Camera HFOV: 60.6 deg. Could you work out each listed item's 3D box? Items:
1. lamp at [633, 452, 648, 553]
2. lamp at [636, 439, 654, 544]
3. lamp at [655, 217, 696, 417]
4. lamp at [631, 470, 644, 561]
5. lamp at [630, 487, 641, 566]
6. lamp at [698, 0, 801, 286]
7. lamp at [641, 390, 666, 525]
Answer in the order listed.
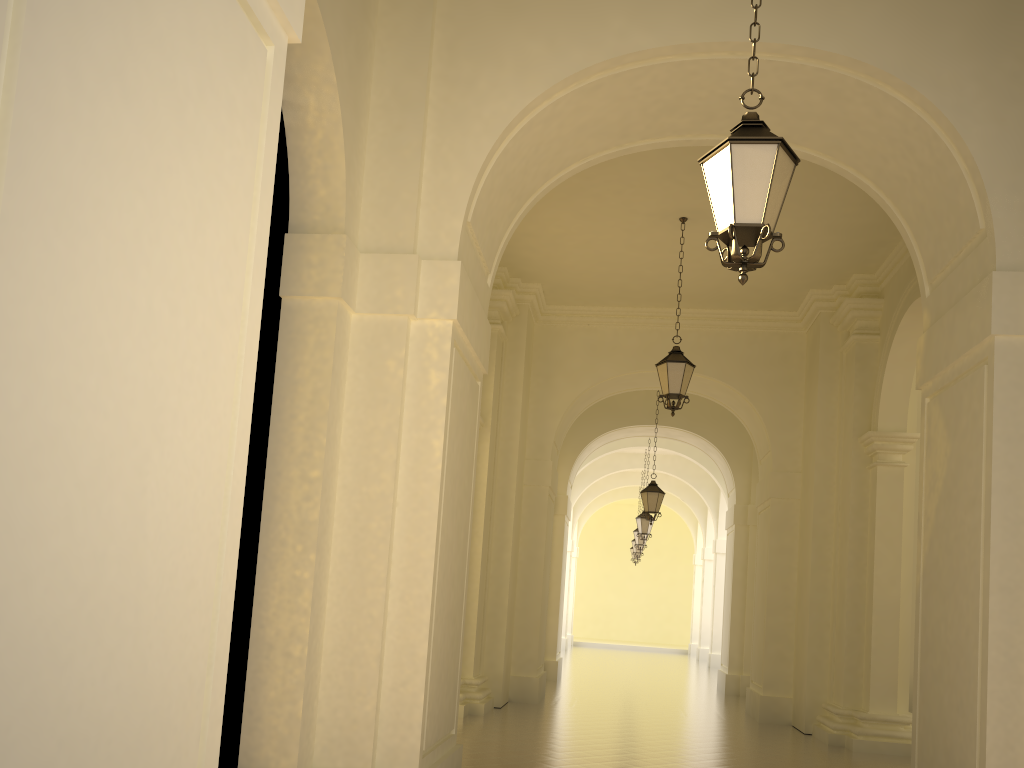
[{"bbox_3d":[3.922,3.422,26.163,0.509,3.260,0.449,3,-5,8],"label":"lamp"},{"bbox_3d":[3.450,2.437,22.312,0.509,3.260,0.449,3,-5,8],"label":"lamp"},{"bbox_3d":[2.082,-0.846,10.978,0.442,2.527,0.517,0,-7,37],"label":"lamp"},{"bbox_3d":[4.386,4.389,29.944,0.509,3.260,0.449,3,-5,8],"label":"lamp"},{"bbox_3d":[4.847,5.350,33.702,0.509,3.260,0.449,3,-5,8],"label":"lamp"},{"bbox_3d":[1.269,-2.112,4.531,0.445,3.260,0.514,6,-6,-22],"label":"lamp"},{"bbox_3d":[2.838,1.160,17.322,0.445,3.260,0.514,6,-6,-22],"label":"lamp"}]
